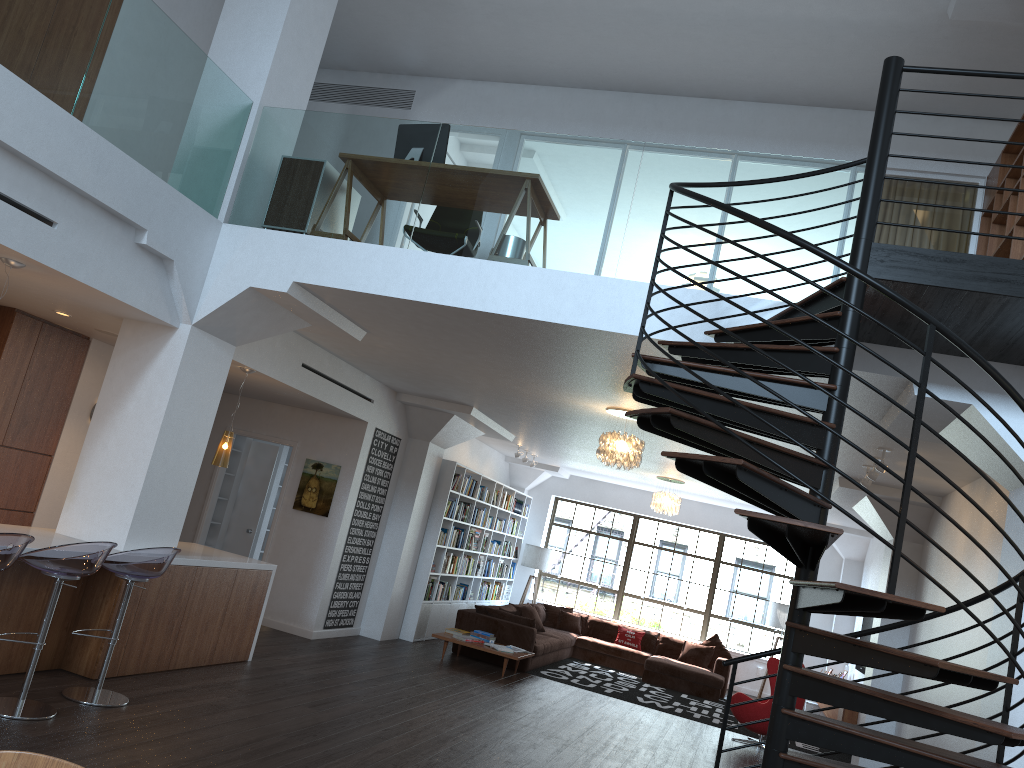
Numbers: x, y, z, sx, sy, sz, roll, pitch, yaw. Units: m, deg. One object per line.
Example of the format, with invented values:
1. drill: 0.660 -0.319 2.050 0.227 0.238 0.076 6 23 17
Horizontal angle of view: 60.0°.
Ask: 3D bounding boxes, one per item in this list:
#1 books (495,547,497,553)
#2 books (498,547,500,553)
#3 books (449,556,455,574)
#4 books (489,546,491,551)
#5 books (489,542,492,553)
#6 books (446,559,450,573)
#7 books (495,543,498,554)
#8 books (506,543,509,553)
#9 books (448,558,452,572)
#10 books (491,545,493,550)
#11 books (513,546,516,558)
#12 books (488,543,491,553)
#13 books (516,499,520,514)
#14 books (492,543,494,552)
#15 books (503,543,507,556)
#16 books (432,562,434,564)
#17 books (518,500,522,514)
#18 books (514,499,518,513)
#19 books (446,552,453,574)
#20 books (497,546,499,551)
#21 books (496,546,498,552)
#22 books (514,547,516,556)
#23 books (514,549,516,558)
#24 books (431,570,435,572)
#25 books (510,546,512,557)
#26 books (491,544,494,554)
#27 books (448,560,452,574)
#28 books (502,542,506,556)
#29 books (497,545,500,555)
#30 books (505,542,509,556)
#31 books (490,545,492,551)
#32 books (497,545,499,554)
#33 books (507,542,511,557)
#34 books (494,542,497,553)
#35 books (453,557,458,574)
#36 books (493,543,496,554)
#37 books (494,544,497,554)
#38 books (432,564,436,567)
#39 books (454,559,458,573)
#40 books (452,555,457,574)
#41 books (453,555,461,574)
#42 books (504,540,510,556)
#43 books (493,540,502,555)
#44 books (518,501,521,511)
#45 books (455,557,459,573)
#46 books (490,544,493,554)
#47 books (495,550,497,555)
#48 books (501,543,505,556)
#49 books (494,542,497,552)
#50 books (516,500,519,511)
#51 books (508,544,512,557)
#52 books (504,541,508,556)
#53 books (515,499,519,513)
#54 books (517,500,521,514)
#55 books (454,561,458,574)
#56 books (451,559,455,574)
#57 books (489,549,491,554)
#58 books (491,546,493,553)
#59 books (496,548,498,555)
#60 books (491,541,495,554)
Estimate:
1. books: -0.321 2.714 14.642 0.128 0.178 0.021 10 -10 17
2. books: -0.265 2.762 14.805 0.107 0.167 0.017 10 -10 17
3. books: -0.926 2.568 12.653 0.171 0.246 0.057 10 -10 17
4. books: -0.411 2.631 14.301 0.128 0.178 0.020 10 -10 17
5. books: -0.410 2.633 14.327 0.134 0.184 0.029 10 -10 17
6. books: -0.974 2.540 12.495 0.161 0.223 0.027 10 -10 17
7. books: -0.320 2.715 14.669 0.134 0.184 0.030 10 -10 17
8. books: -0.161 2.830 15.293 0.160 0.251 0.039 10 -10 17
9. books: -0.955 2.558 12.571 0.161 0.223 0.026 10 -10 17
10. books: -0.381 2.668 14.394 0.110 0.153 0.017 10 -10 17
11. books: -0.028 2.959 15.759 0.161 0.222 0.084 10 -10 17
12. books: -0.414 2.627 14.281 0.128 0.178 0.021 10 -10 17
13. books: 0.020 2.121 15.481 0.183 0.253 0.042 10 -10 17
14. books: -0.357 2.678 14.457 0.107 0.167 0.016 10 -10 17
15. books: -0.189 2.811 15.146 0.161 0.223 0.032 10 -10 17
16. books: -1.136 2.409 11.981 0.144 0.025 0.204 12 -10 7
17. books: 0.057 2.152 15.603 0.183 0.253 0.042 10 -10 17
18. books: -0.013 2.092 15.357 0.183 0.253 0.042 10 -10 17
19. books: -0.958 2.517 12.539 0.176 0.290 0.053 10 -10 17
20. books: -0.289 2.751 14.739 0.110 0.153 0.018 10 -10 17
21. books: -0.300 2.733 14.707 0.109 0.171 0.018 10 -10 17
22. books: -0.022 2.968 15.792 0.161 0.218 0.101 10 -10 17
23. books: -0.015 2.987 15.854 0.167 0.210 0.162 10 -10 17
24. books: -1.156 2.501 11.965 0.197 0.035 0.284 12 -10 7
25. books: -0.089 2.915 15.544 0.161 0.207 0.135 10 -10 16
26. books: -0.364 2.675 14.434 0.106 0.162 0.030 10 -10 17
27. books: -0.961 2.555 12.611 0.174 0.240 0.045 10 -10 17
28. books: -0.210 2.785 15.078 0.174 0.240 0.054 10 -10 17
29. books: -0.272 2.758 14.781 0.106 0.162 0.032 10 -10 17
30. books: -0.169 2.823 15.255 0.171 0.246 0.039 10 -10 17
31. books: -0.391 2.651 14.364 0.109 0.171 0.017 10 -10 17
32. books: -0.284 2.749 14.758 0.120 0.167 0.020 10 -10 17
33. books: -0.126 2.858 15.412 0.183 0.253 0.042 10 -10 17
34. books: -0.333 2.693 14.605 0.127 0.200 0.020 10 -10 17
35. books: -0.895 2.591 12.762 0.183 0.253 0.034 10 -10 17
36. books: -0.349 2.681 14.534 0.139 0.191 0.036 10 -10 17
37. books: -0.324 2.709 14.621 0.128 0.178 0.022 10 -10 17
38. books: -1.144 2.435 11.972 0.174 0.032 0.254 11 -10 12
39. books: -0.890 2.598 12.794 0.183 0.253 0.034 10 -10 17
40. books: -0.907 2.583 12.732 0.183 0.253 0.034 10 -10 17
41. books: -0.861 2.621 12.890 0.183 0.253 0.034 10 -10 17
42. books: -0.153 2.834 15.332 0.180 0.259 0.042 10 -10 17
43. books: -0.265 2.736 14.848 0.140 0.231 0.042 10 -10 17
44. books: 0.040 2.141 15.563 0.183 0.253 0.042 10 -10 17
45. books: -0.871 2.616 12.863 0.160 0.250 0.026 10 -10 17
46. books: -0.384 2.664 14.377 0.110 0.153 0.018 10 -10 17
47. books: -0.313 2.724 14.692 0.128 0.178 0.022 10 -10 17
48. books: -0.224 2.783 15.036 0.161 0.223 0.032 10 -10 17
49. books: -0.341 2.687 14.573 0.136 0.196 0.045 10 -10 17
50. books: 0.007 2.111 15.440 0.183 0.253 0.042 10 -10 17
51. books: -0.107 2.887 15.495 0.174 0.236 0.142 10 -10 16
52. books: -0.190 2.803 15.188 0.183 0.253 0.042 10 -10 17
53. books: -0.002 2.102 15.398 0.183 0.253 0.042 10 -10 17
54. books: 0.035 2.132 15.520 0.183 0.253 0.042 10 -10 17
55. books: -0.889 2.612 12.832 0.174 0.240 0.045 10 -10 17
56. books: -0.921 2.585 12.698 0.168 0.231 0.037 10 -10 17
57. books: -0.404 2.642 14.350 0.128 0.178 0.021 10 -10 17
58. books: -0.376 2.666 14.413 0.120 0.167 0.019 10 -10 17
59. books: -0.293 2.747 14.721 0.110 0.153 0.019 10 -10 17
60. books: -0.362 2.663 14.498 0.140 0.206 0.042 10 -10 17
